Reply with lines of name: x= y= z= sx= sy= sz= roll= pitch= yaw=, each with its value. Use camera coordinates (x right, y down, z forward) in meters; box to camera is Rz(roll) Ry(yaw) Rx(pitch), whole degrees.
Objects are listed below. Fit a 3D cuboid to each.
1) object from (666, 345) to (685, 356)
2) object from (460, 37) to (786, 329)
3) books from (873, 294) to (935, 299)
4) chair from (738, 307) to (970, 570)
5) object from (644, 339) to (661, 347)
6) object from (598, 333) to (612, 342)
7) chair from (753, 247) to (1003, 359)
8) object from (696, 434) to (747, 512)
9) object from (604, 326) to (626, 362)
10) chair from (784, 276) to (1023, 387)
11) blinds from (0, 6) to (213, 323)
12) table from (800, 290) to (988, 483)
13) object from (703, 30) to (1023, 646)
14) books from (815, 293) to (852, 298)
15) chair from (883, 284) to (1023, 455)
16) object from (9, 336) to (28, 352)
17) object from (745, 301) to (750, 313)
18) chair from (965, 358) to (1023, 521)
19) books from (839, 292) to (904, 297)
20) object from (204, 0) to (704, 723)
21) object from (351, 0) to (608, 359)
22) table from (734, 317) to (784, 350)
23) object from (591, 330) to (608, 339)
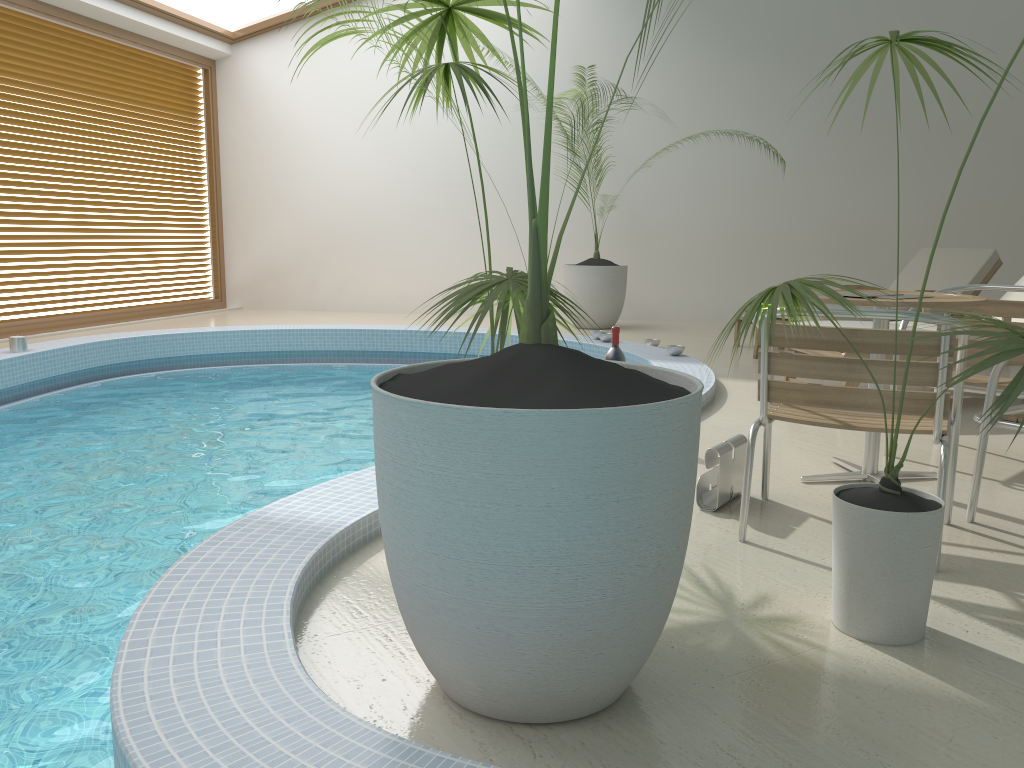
object: x=1.191 y=-0.242 z=6.465 sx=0.140 sy=0.069 sz=0.140 roll=-2 pitch=10 yaw=-16
object: x=1.003 y=-2.028 z=8.838 sx=2.979 sy=2.960 sz=2.729 roll=-3 pitch=10 yaw=-21
books: x=1.404 y=-0.322 z=3.251 sx=0.241 sy=0.004 sz=0.166 roll=-6 pitch=11 yaw=-34
chair: x=1.078 y=0.106 z=2.809 sx=0.618 sy=0.727 sz=0.563 roll=5 pitch=11 yaw=26
object: x=1.193 y=-0.342 z=7.547 sx=0.140 sy=0.069 sz=0.140 roll=-2 pitch=10 yaw=-16
object: x=0.775 y=-0.380 z=7.272 sx=0.140 sy=0.069 sz=0.140 roll=-2 pitch=10 yaw=-16
chair: x=2.903 y=-0.628 z=6.917 sx=1.903 sy=0.866 sz=0.861 roll=-4 pitch=10 yaw=-23
object: x=0.747 y=0.309 z=3.146 sx=0.081 sy=0.223 sz=0.272 roll=7 pitch=11 yaw=34
object: x=0.482 y=-0.053 z=4.166 sx=0.109 sy=0.435 sz=0.109 roll=-8 pitch=12 yaw=-40
chair: x=2.660 y=-0.339 z=5.169 sx=1.903 sy=0.866 sz=0.861 roll=-1 pitch=10 yaw=-7
blinds: x=-4.397 y=-2.093 z=9.011 sx=0.095 sy=2.921 sz=4.414 roll=3 pitch=10 yaw=14
table: x=1.396 y=0.020 z=3.401 sx=0.700 sy=0.720 sz=0.700 roll=7 pitch=11 yaw=33
object: x=0.982 y=-0.247 z=2.022 sx=0.791 sy=1.695 sz=1.059 roll=-7 pitch=12 yaw=-39
books: x=1.188 y=-0.333 z=3.305 sx=0.241 sy=0.004 sz=0.166 roll=-6 pitch=11 yaw=-34
chair: x=1.995 y=-0.041 z=3.735 sx=0.563 sy=0.727 sz=0.618 roll=-8 pitch=13 yaw=-43
object: x=-3.563 y=-0.288 z=6.401 sx=0.115 sy=0.107 sz=0.115 roll=-4 pitch=11 yaw=-27
object: x=2.047 y=-0.642 z=7.625 sx=0.102 sy=0.137 sz=0.102 roll=6 pitch=11 yaw=29
chair: x=1.899 y=0.101 z=2.876 sx=0.618 sy=0.727 sz=0.563 roll=-6 pitch=11 yaw=-33
books: x=1.301 y=-0.331 z=3.276 sx=0.241 sy=0.004 sz=0.166 roll=-6 pitch=11 yaw=-34
object: x=0.075 y=-0.870 z=1.840 sx=2.979 sy=2.960 sz=2.729 roll=6 pitch=11 yaw=31
object: x=-0.119 y=-0.368 z=2.696 sx=0.791 sy=1.695 sz=1.059 roll=1 pitch=9 yaw=1
table: x=2.118 y=-0.436 z=7.588 sx=0.283 sy=0.255 sz=0.320 roll=-4 pitch=10 yaw=-23
object: x=0.734 y=-0.410 z=7.448 sx=0.140 sy=0.069 sz=0.140 roll=-2 pitch=10 yaw=-16
